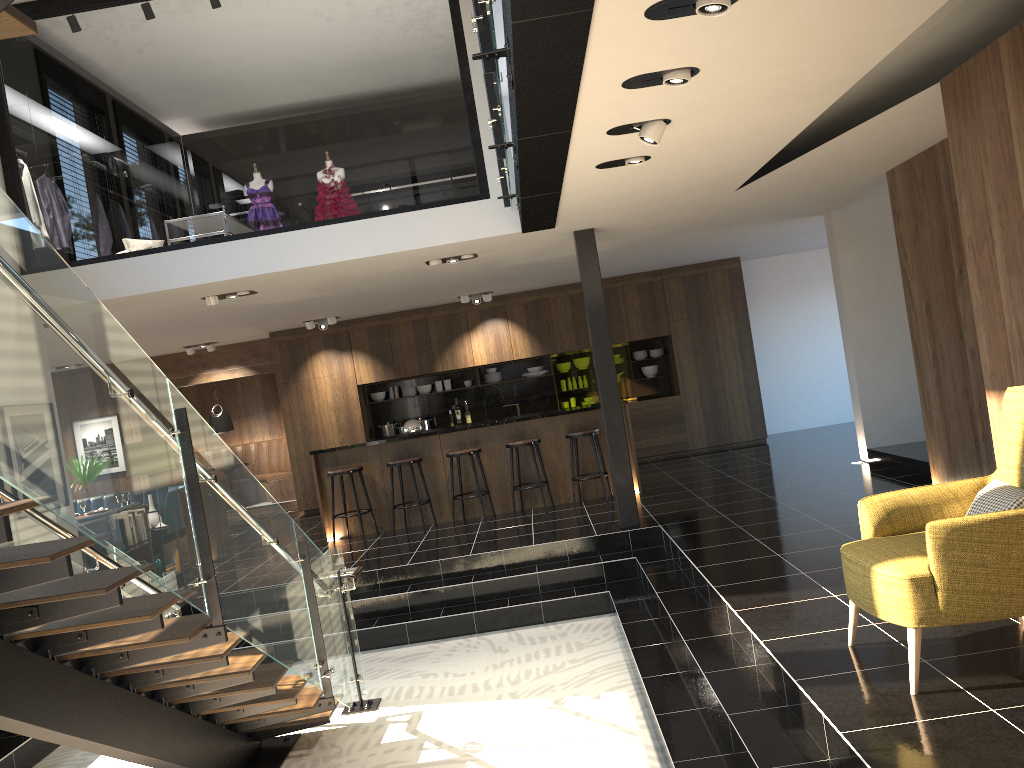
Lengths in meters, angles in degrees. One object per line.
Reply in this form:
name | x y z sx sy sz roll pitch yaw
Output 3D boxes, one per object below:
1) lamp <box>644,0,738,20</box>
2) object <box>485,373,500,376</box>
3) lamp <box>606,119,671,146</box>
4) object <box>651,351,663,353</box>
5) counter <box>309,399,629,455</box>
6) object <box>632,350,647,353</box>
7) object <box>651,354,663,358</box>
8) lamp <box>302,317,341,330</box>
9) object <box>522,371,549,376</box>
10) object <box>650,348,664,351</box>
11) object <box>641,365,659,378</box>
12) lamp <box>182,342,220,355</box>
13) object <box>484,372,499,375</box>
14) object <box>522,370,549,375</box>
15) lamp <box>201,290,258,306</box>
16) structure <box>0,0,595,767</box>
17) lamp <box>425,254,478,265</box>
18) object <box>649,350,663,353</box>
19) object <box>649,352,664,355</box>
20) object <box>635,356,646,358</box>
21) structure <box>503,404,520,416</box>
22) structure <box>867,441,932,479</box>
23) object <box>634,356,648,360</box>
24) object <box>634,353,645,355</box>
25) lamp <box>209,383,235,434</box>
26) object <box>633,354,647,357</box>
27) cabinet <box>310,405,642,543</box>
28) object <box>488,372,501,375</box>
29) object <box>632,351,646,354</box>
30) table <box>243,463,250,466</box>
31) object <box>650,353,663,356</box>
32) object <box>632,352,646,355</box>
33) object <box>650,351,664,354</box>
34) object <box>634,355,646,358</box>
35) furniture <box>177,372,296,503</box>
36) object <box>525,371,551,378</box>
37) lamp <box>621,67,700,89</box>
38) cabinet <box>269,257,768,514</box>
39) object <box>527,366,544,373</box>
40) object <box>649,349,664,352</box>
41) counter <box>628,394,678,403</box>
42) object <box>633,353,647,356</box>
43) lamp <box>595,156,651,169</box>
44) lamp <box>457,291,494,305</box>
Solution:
lamp | 0.632 -1.387 3.134 0.346 0.177 0.195 -9 1 1
object | -0.299 -0.136 13.500 0.269 0.024 0.269 -9 1 40
lamp | 0.667 -1.369 4.685 0.346 0.247 0.195 -9 1 1
object | 2.181 -0.471 13.364 0.220 0.033 0.220 -9 0 -15
counter | -0.477 0.485 10.152 3.573 0.041 0.698 -9 0 1
object | 1.923 -0.476 13.369 0.220 0.033 0.220 -9 0 11
object | 2.188 -0.423 13.365 0.220 0.033 0.220 -9 0 -15
lamp | -2.632 -0.892 12.247 0.501 0.294 0.349 -9 1 1
object | 0.372 -0.149 13.418 0.438 0.039 0.437 -9 1 37
object | 2.175 -0.504 13.363 0.220 0.033 0.220 -9 0 -15
object | 2.091 -0.185 13.382 0.264 0.170 0.264 -9 1 -24
lamp | -4.602 -0.591 13.123 0.501 0.280 0.349 -9 1 1
object | -0.302 -0.152 13.499 0.269 0.024 0.269 -9 1 40
object | 0.369 -0.164 13.418 0.438 0.039 0.437 -9 1 37
lamp | -2.709 -0.884 8.496 0.501 0.231 0.349 -9 1 1
structure | -0.940 0.132 3.877 3.447 4.869 7.278 -9 1 0
lamp | -0.581 -1.242 8.446 0.501 0.195 0.349 -9 1 1
object | 2.179 -0.481 13.364 0.220 0.033 0.220 -9 0 -15
object | 2.184 -0.448 13.365 0.220 0.033 0.220 -9 0 -15
object | 1.935 -0.396 13.371 0.220 0.033 0.220 -9 0 11
structure | 0.002 0.425 13.138 0.242 0.231 0.173 -9 1 1
structure | 4.456 -0.765 6.029 1.964 3.018 6.660 -9 1 1
object | 1.937 -0.383 13.371 0.220 0.033 0.220 -9 0 11
object | 1.928 -0.441 13.370 0.220 0.033 0.220 -9 0 11
lamp | -4.667 0.299 14.038 0.390 0.974 0.389 -8 2 45
object | 1.932 -0.418 13.370 0.220 0.033 0.220 -9 0 11
cabinet | -0.394 0.997 10.162 3.564 0.994 0.698 -9 1 1
object | -0.300 -0.143 13.499 0.269 0.024 0.269 -9 1 40
object | 1.924 -0.464 13.369 0.220 0.033 0.220 -9 0 11
table | -4.466 1.633 14.079 0.701 0.644 0.702 -9 1 -24
object | 2.186 -0.436 13.365 0.220 0.033 0.220 -9 0 -15
object | 1.926 -0.451 13.369 0.220 0.033 0.220 -9 0 11
object | 2.183 -0.458 13.364 0.220 0.033 0.220 -9 0 -15
object | 1.933 -0.408 13.370 0.220 0.033 0.220 -9 0 11
furniture | -4.589 0.825 14.526 2.638 2.336 1.174 -9 1 1
object | 0.374 -0.137 13.419 0.438 0.039 0.437 -9 1 37
lamp | 0.647 -1.396 3.910 0.346 0.177 0.195 -9 1 1
cabinet | 0.088 0.037 13.262 6.893 2.691 0.869 -9 1 1
object | 0.360 -0.211 13.419 0.254 0.088 0.253 -9 1 27
object | 2.178 -0.491 13.364 0.220 0.033 0.220 -9 0 -15
counter | 0.168 0.516 13.277 4.591 0.005 0.862 -9 0 1
object | 1.930 -0.431 13.370 0.220 0.033 0.220 -9 0 11
lamp | 0.675 -1.421 5.460 0.346 0.158 0.195 -9 1 1
lamp | -0.501 -1.238 12.198 0.501 0.280 0.349 -9 1 1
